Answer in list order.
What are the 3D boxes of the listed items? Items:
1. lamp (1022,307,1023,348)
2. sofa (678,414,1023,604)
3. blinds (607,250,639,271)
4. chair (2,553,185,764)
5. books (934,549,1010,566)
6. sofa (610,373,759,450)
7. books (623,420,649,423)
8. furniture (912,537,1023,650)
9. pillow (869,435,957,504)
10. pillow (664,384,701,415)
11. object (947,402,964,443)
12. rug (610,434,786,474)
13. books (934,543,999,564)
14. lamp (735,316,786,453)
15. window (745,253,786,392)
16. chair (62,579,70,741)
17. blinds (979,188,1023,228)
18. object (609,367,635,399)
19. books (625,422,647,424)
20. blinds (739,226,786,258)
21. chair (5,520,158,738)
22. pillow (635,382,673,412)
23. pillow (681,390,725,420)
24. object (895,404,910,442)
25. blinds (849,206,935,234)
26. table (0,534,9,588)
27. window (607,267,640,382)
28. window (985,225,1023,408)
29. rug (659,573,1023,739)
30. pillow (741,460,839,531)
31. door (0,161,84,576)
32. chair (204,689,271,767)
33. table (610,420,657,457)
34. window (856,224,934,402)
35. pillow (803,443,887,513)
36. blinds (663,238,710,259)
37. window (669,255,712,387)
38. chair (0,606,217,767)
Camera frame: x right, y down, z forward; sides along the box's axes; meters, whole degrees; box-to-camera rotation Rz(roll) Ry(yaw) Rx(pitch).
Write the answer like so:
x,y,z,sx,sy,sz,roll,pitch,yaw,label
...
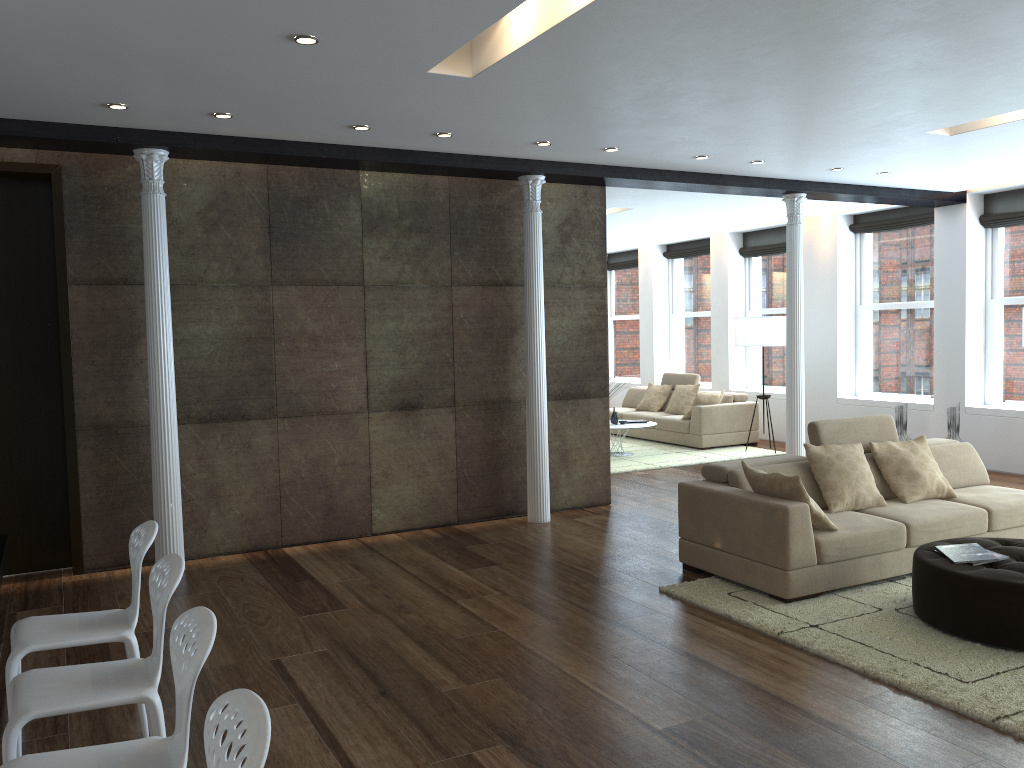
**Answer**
x,y,z,sx,sy,sz,roll,pitch,yaw,label
4.934,0.171,7.888,0.698,1.728,0.698,-2,3,-4,lamp
2.473,0.729,6.062,2.581,0.950,1.021,-3,4,-27,sofa
2.070,-2.211,15.759,0.156,0.327,1.377,-3,4,-27,blinds
-1.427,1.050,3.077,0.581,0.835,0.495,-3,4,-27,chair
2.446,0.909,4.728,0.219,0.031,0.300,-2,3,-12,books
2.296,0.333,12.852,1.018,0.950,2.581,-3,4,-27,sofa
1.589,0.481,11.444,0.300,0.010,0.220,-2,3,-12,books
2.693,1.084,4.685,1.057,0.355,1.057,-3,4,-25,furniture
2.798,0.593,6.226,0.519,0.416,0.368,-3,4,-23,pillow
2.421,0.213,12.624,0.301,0.439,0.534,-3,4,-31,pillow
4.610,0.576,9.259,0.458,0.781,0.458,-3,4,-28,object
1.175,0.856,12.317,2.972,0.020,4.231,-3,4,-27,rug
2.420,0.902,4.731,0.220,0.040,0.301,-1,3,8,books
3.191,0.013,11.249,0.698,1.728,0.698,-2,3,-4,lamp
3.809,-1.019,12.649,0.123,2.400,1.345,-3,4,-27,window
-0.563,1.232,2.990,16.134,0.952,21.556,-3,4,-27,chair
5.501,-1.865,9.112,0.183,0.395,1.431,-3,4,-27,blinds
1.273,0.217,14.359,1.119,1.014,1.125,-4,4,-41,object
1.585,0.492,11.420,0.300,0.010,0.220,-1,3,8,books
3.730,-2.029,12.561,0.156,0.393,1.342,-3,4,-27,blinds
-1.764,1.022,3.685,0.581,0.835,0.495,-3,4,-27,chair
2.122,0.199,13.173,0.368,0.416,0.519,-3,4,-32,pillow
2.560,0.278,11.842,0.518,0.393,0.395,-3,4,-31,pillow
4.202,0.567,9.573,0.458,0.781,0.458,-3,4,-28,object
4.680,-2.002,10.723,0.156,0.275,1.396,-3,4,-27,blinds
-2.078,1.160,2.355,1.200,0.733,3.400,-3,4,-27,table
4.802,-1.113,24.169,34.761,17.917,13.698,-3,4,-27,window
5.594,-0.857,9.208,0.123,2.400,1.432,-3,4,-27,window
3.470,1.227,5.121,4.231,0.020,2.972,-3,4,-27,rug
1.673,0.679,5.392,0.395,0.393,0.518,-3,4,-24,pillow
-3.564,-0.065,6.070,1.000,2.814,0.510,-3,4,-27,door
-0.777,1.111,1.795,0.581,0.835,0.495,-3,4,-27,chair
1.339,0.705,11.318,1.022,0.393,1.022,0,4,17,table
4.761,-0.933,10.815,0.123,2.400,1.391,-3,4,-27,window
2.238,0.611,5.950,0.534,0.439,0.301,-3,4,-24,pillow
2.905,-2.162,14.147,0.156,0.275,1.442,-3,4,-27,blinds
2.984,-1.093,14.241,0.123,2.400,1.444,-3,4,-27,window
-1.095,1.081,2.419,0.581,0.835,0.495,-3,4,-27,chair
